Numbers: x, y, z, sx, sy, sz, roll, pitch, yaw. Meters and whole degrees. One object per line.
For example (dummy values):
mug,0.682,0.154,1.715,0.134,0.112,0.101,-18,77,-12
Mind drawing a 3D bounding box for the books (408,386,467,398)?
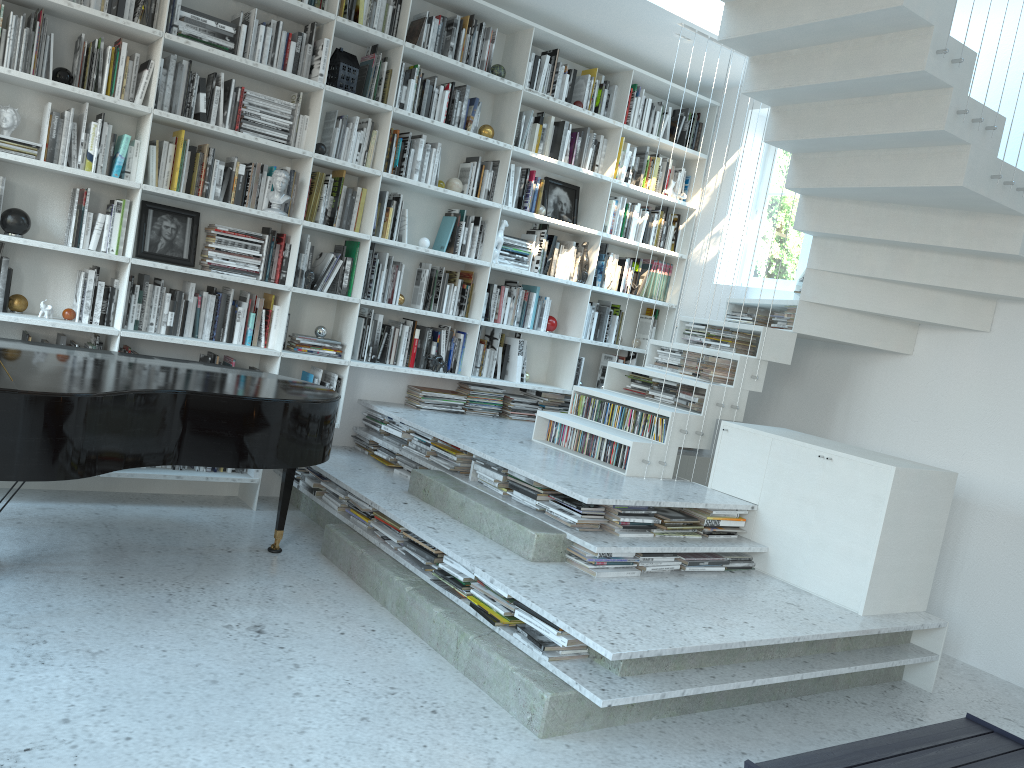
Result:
books,-0.488,0.052,5.775,0.346,0.007,0.193,7,5,-38

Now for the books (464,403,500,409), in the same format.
books,-0.226,0.137,5.969,0.254,0.007,0.160,7,6,-40

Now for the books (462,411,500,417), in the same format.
books,-0.243,0.189,5.980,0.285,0.007,0.159,8,5,-36

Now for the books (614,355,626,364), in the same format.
books,0.773,-0.064,6.543,0.047,0.288,0.141,7,6,-36

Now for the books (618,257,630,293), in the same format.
books,0.768,-0.793,6.453,0.029,0.259,0.171,7,6,-36

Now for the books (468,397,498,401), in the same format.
books,-0.224,0.089,5.970,0.254,0.006,0.160,8,5,-36

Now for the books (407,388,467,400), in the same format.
books,-0.491,0.066,5.776,0.346,0.007,0.193,8,5,-34

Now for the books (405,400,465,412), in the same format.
books,-0.503,0.141,5.773,0.346,0.007,0.193,8,5,-31

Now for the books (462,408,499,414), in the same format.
books,-0.237,0.170,5.976,0.254,0.007,0.160,8,5,-35

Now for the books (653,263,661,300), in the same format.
books,1.023,-0.776,6.621,0.018,0.294,0.169,7,6,-36

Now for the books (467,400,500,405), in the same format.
books,-0.224,0.109,5.972,0.254,0.007,0.160,8,5,-35

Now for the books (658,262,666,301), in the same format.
books,1.067,-0.770,6.653,0.018,0.294,0.169,7,6,-36

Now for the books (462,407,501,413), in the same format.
books,-0.232,0.164,5.970,0.285,0.007,0.159,7,6,-40

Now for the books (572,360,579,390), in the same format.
books,0.385,-0.076,6.239,0.031,0.215,0.164,7,6,-36

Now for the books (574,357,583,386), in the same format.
books,0.417,-0.081,6.254,0.014,0.234,0.182,7,6,-36

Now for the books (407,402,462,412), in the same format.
books,-0.506,0.148,5.777,0.308,0.008,0.194,7,6,-40

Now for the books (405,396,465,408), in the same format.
books,-0.503,0.117,5.779,0.346,0.007,0.193,7,5,-38

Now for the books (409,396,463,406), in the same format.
books,-0.497,0.111,5.772,0.308,0.008,0.194,7,6,-41

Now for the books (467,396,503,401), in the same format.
books,-0.221,0.084,5.966,0.285,0.005,0.159,7,5,-38

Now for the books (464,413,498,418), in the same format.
books,-0.240,0.197,5.975,0.254,0.007,0.160,8,5,-33

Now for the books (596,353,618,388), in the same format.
books,0.687,-0.073,6.468,0.012,0.285,0.159,7,6,-36

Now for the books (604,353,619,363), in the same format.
books,0.701,-0.073,6.499,0.012,0.285,0.159,7,6,-36

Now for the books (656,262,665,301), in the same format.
books,1.054,-0.771,6.639,0.018,0.294,0.169,7,6,-36

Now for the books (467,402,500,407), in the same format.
books,-0.227,0.123,5.973,0.254,0.007,0.160,8,5,-35

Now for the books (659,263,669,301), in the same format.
books,1.084,-0.767,6.660,0.018,0.294,0.169,7,6,-36

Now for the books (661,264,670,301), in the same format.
books,1.096,-0.766,6.674,0.018,0.294,0.169,7,6,-36

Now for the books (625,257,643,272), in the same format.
books,0.872,-0.789,6.527,0.026,0.278,0.169,7,6,-36

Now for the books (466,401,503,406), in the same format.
books,-0.221,0.117,5.965,0.285,0.007,0.159,7,6,-41

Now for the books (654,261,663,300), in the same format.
books,1.037,-0.774,6.632,0.018,0.294,0.169,7,6,-36

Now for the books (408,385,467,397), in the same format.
books,-0.487,0.044,5.774,0.346,0.007,0.193,8,5,-34

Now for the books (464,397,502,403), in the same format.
books,-0.224,0.095,5.973,0.285,0.007,0.159,8,5,-36

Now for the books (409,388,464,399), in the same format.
books,-0.489,0.059,5.775,0.308,0.008,0.194,8,5,-34

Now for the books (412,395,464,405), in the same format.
books,-0.492,0.097,5.773,0.308,0.008,0.194,8,5,-31

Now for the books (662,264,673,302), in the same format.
books,1.117,-0.763,6.676,0.018,0.294,0.169,7,6,-36

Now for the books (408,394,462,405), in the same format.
books,-0.503,0.102,5.782,0.308,0.008,0.194,8,5,-36

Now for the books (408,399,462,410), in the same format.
books,-0.504,0.133,5.775,0.308,0.008,0.194,8,5,-32

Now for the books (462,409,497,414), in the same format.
books,-0.240,0.176,5.979,0.254,0.007,0.160,8,5,-36

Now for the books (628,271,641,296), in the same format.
books,0.858,-0.739,6.494,0.024,0.181,0.190,7,6,-36

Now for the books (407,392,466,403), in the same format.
books,-0.493,0.088,5.776,0.346,0.007,0.193,7,6,-39

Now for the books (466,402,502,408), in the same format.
books,-0.224,0.130,5.968,0.285,0.007,0.159,7,6,-40

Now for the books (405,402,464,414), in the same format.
books,-0.508,0.155,5.777,0.346,0.007,0.193,8,5,-32

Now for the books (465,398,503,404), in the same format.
books,-0.223,0.102,5.971,0.285,0.007,0.159,8,5,-35

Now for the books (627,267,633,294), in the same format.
books,0.822,-0.761,6.514,0.014,0.207,0.138,7,6,-36

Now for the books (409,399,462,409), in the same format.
books,-0.505,0.124,5.779,0.308,0.008,0.194,8,5,-34

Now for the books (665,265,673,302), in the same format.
books,1.125,-0.762,6.695,0.018,0.294,0.169,7,6,-36

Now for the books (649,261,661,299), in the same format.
books,1.016,-0.776,6.600,0.018,0.294,0.169,7,6,-36

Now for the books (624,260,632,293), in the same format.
books,0.799,-0.787,6.485,0.012,0.254,0.160,7,6,-36

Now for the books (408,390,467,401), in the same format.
books,-0.487,0.075,5.770,0.346,0.007,0.193,7,6,-41

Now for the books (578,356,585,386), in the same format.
books,0.434,-0.082,6.268,0.030,0.238,0.151,7,6,-36

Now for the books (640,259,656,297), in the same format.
books,0.957,-0.782,6.575,0.072,0.292,0.169,7,6,-36

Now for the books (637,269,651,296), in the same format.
books,0.918,-0.748,6.554,0.089,0.217,0.166,7,6,-36

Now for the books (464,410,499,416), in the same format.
books,-0.236,0.184,5.972,0.254,0.007,0.160,8,5,-32

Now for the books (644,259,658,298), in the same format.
books,0.988,-0.780,6.597,0.033,0.294,0.169,7,6,-36

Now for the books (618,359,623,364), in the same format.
books,0.727,-0.059,6.498,0.031,0.266,0.168,7,6,-36

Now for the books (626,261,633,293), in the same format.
books,0.812,-0.783,6.499,0.025,0.249,0.133,7,6,-36

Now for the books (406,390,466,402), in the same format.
books,-0.494,0.081,5.778,0.346,0.007,0.193,8,5,-34

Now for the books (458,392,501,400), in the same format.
books,-0.221,0.079,5.967,0.254,0.006,0.160,7,5,-37

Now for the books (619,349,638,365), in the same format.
books,0.832,-0.079,6.553,0.010,0.336,0.184,7,6,-36

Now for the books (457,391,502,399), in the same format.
books,-0.220,0.073,5.967,0.285,0.005,0.159,8,5,-35
